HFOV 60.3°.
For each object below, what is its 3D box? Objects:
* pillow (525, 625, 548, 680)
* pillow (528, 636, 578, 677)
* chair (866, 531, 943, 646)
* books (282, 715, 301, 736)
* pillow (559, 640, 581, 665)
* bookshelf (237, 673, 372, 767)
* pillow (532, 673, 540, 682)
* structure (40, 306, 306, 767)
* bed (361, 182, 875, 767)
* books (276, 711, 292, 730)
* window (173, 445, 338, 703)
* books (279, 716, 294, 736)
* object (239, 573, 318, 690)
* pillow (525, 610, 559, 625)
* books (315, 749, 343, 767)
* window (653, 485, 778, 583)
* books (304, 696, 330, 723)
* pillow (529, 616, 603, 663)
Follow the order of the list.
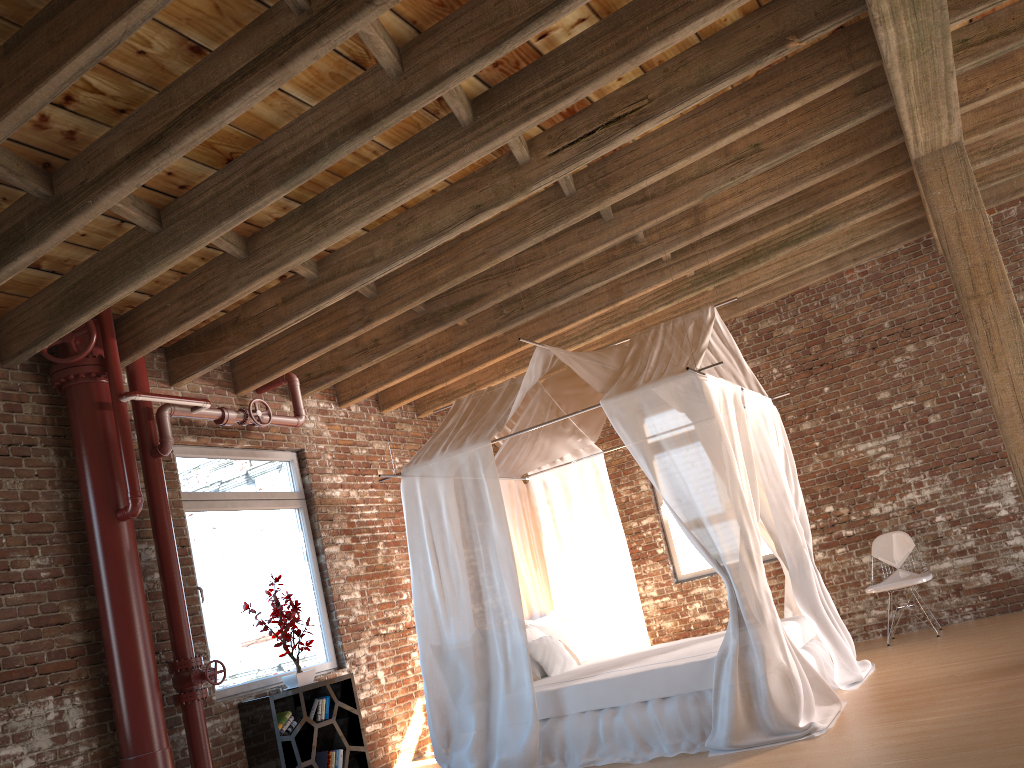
[{"bbox_3d":[0.159,1.973,6.554,0.350,0.397,0.619,-19,-13,24],"label":"pillow"},{"bbox_3d":[0.278,1.971,6.397,0.215,0.286,0.391,-21,-14,35],"label":"pillow"},{"bbox_3d":[3.313,1.713,7.525,0.539,0.884,0.581,-19,-12,26],"label":"chair"},{"bbox_3d":[-1.529,2.326,5.985,0.134,0.112,0.159,-19,-14,26],"label":"books"},{"bbox_3d":[0.374,2.031,6.623,0.163,0.230,0.292,-18,-13,25],"label":"pillow"},{"bbox_3d":[-1.425,2.554,6.201,0.293,0.832,0.867,-18,-12,26],"label":"bookshelf"},{"bbox_3d":[-0.121,1.945,6.029,0.359,0.408,0.620,-18,-13,24],"label":"pillow"},{"bbox_3d":[-1.917,1.208,5.797,0.579,3.413,2.022,-18,-11,26],"label":"structure"},{"bbox_3d":[0.593,0.540,6.382,2.676,3.825,2.528,-19,-12,26],"label":"bed"},{"bbox_3d":[-1.574,2.274,5.930,0.134,0.107,0.156,-20,-14,26],"label":"books"},{"bbox_3d":[-1.915,1.341,6.553,0.168,1.821,1.362,-18,-12,26],"label":"window"},{"bbox_3d":[-1.560,2.309,5.936,0.134,0.107,0.156,-20,-14,26],"label":"books"},{"bbox_3d":[-1.633,1.746,6.265,0.398,0.828,0.420,-17,-11,22],"label":"object"},{"bbox_3d":[0.279,2.091,7.167,0.208,0.491,0.639,-18,-13,26],"label":"pillow"},{"bbox_3d":[-1.292,2.675,6.226,0.134,0.178,0.206,-19,-13,26],"label":"books"},{"bbox_3d":[2.005,0.961,8.786,1.319,1.822,0.173,-19,-10,26],"label":"window"},{"bbox_3d":[-1.403,2.312,6.236,0.134,0.163,0.247,-19,-14,26],"label":"books"},{"bbox_3d":[0.455,2.071,7.077,0.293,0.426,0.637,-19,-13,27],"label":"pillow"}]
